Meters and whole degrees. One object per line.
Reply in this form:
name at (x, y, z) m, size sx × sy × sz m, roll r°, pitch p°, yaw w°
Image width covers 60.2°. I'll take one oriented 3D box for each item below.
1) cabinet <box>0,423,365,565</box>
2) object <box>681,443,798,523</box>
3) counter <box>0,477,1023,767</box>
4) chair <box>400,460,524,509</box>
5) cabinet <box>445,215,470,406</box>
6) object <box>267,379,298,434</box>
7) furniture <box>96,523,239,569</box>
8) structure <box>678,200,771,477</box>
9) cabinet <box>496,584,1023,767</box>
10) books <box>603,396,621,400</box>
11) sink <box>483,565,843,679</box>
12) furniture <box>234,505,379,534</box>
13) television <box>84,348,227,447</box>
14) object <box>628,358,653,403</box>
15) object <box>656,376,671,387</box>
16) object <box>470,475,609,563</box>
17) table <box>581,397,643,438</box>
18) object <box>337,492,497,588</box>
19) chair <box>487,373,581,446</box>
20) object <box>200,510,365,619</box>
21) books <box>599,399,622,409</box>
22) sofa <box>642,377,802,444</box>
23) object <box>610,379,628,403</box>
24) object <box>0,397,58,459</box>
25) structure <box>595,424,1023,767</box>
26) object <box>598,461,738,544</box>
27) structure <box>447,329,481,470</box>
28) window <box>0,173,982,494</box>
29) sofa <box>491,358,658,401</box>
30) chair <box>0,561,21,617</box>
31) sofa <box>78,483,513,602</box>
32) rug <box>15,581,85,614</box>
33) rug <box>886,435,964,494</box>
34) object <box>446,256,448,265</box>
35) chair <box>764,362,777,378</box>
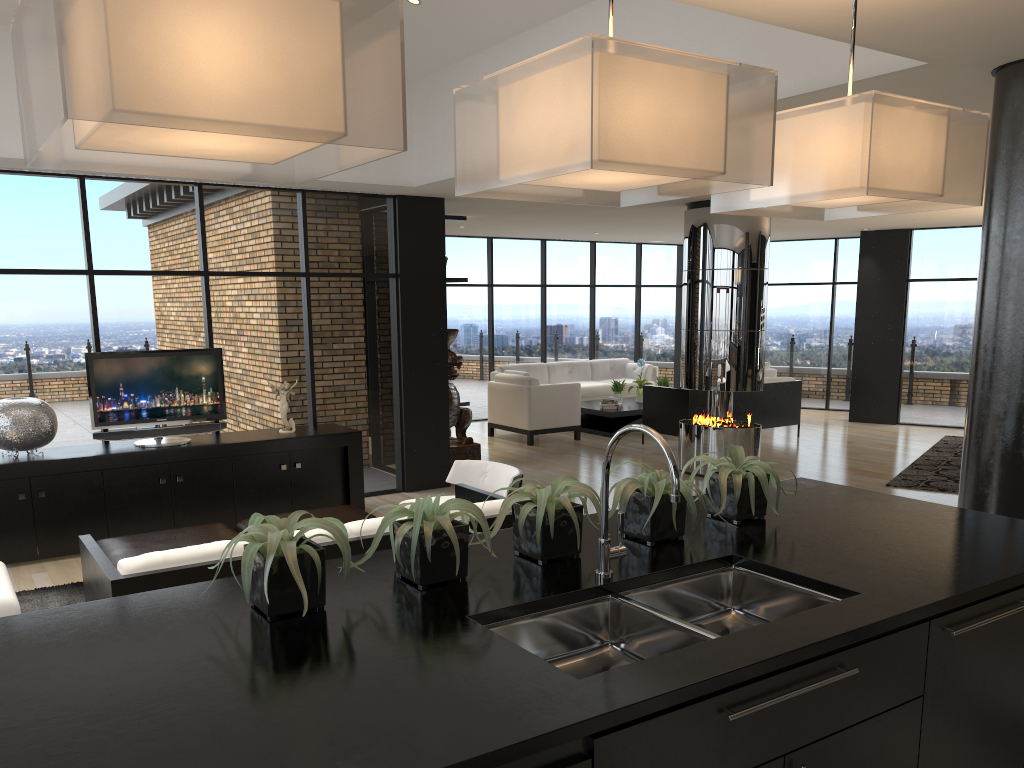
cabinet at (-2.677, 0.825, 6.819) m, size 3.025 × 0.752 × 0.615 m, roll -4°, pitch 9°, yaw -33°
object at (0.790, 0.324, 2.938) m, size 0.406 × 0.243 × 0.392 m, roll -2°, pitch 7°, yaw -9°
counter at (0.212, 0.527, 2.283) m, size 3.100 × 0.032 × 1.169 m, roll -4°, pitch 6°, yaw -33°
chair at (-0.304, 0.913, 6.026) m, size 0.681 × 0.685 × 0.797 m, roll -6°, pitch 9°, yaw -33°
cabinet at (-1.699, -0.585, 10.982) m, size 1.180 × 2.782 × 2.636 m, roll -7°, pitch 10°, yaw -32°
object at (-1.850, 0.175, 7.206) m, size 0.255 × 0.466 × 0.104 m, roll -6°, pitch 12°, yaw -32°
furniture at (-1.902, 1.116, 5.028) m, size 0.824 × 0.490 × 0.820 m, roll -5°, pitch 8°, yaw -33°
structure at (2.139, -0.431, 8.973) m, size 0.885 × 2.784 × 0.581 m, roll 9°, pitch 14°, yaw 43°
cabinet at (0.216, 1.062, 2.382) m, size 3.100 × 1.053 × 1.168 m, roll -4°, pitch 8°, yaw -33°
books at (1.354, 0.192, 11.964) m, size 0.153 × 0.027 × 0.183 m, roll -5°, pitch 7°, yaw -42°
sink at (0.381, 0.638, 2.127) m, size 0.918 × 0.162 × 0.456 m, roll -4°, pitch 7°, yaw -33°
furniture at (-1.193, 1.067, 5.491) m, size 0.824 × 0.490 × 0.820 m, roll -5°, pitch 8°, yaw -33°
television at (-2.672, 0.099, 6.703) m, size 0.932 × 0.722 × 0.403 m, roll -2°, pitch 9°, yaw -15°
object at (1.865, -0.052, 12.617) m, size 0.355 × 0.641 × 0.365 m, roll -3°, pitch 10°, yaw -14°
object at (2.205, 0.055, 12.886) m, size 0.283 × 0.375 × 0.212 m, roll 5°, pitch 11°, yaw 34°
object at (0.060, 0.380, 2.523) m, size 0.406 × 0.220 × 0.392 m, roll -1°, pitch 7°, yaw -9°
table at (1.804, 0.442, 12.672) m, size 2.023 × 0.356 × 1.253 m, roll -4°, pitch 7°, yaw -33°
object at (-0.253, 0.390, 2.314) m, size 0.406 × 0.243 × 0.392 m, roll -2°, pitch 7°, yaw -9°
chair at (0.295, 0.292, 11.663) m, size 0.850 × 0.869 × 0.992 m, roll -6°, pitch 9°, yaw -33°
object at (-0.544, 0.428, 2.059) m, size 0.397 × 0.220 × 0.401 m, roll -1°, pitch 7°, yaw -9°
books at (1.339, 0.268, 11.984) m, size 0.307 × 0.128 × 0.220 m, roll 0°, pitch 7°, yaw 5°
sofa at (2.700, 0.330, 11.328) m, size 2.023 × 0.816 × 0.830 m, roll -4°, pitch 9°, yaw -33°
object at (1.494, 0.103, 12.437) m, size 0.284 × 0.375 × 0.212 m, roll 3°, pitch 10°, yaw 19°
object at (-3.463, 0.304, 6.226) m, size 0.461 × 0.413 × 0.460 m, roll 6°, pitch 10°, yaw 38°
structure at (0.376, 0.621, 2.055) m, size 2.764 × 1.034 × 0.649 m, roll -4°, pitch 10°, yaw -33°
object at (0.434, 0.346, 2.736) m, size 0.397 × 0.243 × 0.401 m, roll -2°, pitch 7°, yaw -9°
structure at (-0.745, 0.136, 9.432) m, size 0.514 × 1.618 × 0.723 m, roll -7°, pitch 12°, yaw -33°
window at (0.627, -1.339, 7.619) m, size 10.066 × 4.856 × 15.769 m, roll 5°, pitch 8°, yaw 43°
sofa at (1.022, 0.085, 13.824) m, size 2.683 × 0.868 × 0.846 m, roll -4°, pitch 9°, yaw -33°
chair at (-2.836, 1.091, 4.337) m, size 0.681 × 0.685 × 0.797 m, roll -6°, pitch 9°, yaw -33°
sofa at (-0.917, 1.010, 4.330) m, size 2.023 × 0.816 × 0.830 m, roll -4°, pitch 9°, yaw -33°
rug at (-1.495, 1.343, 5.131) m, size 3.020 × 0.012 × 2.459 m, roll -4°, pitch 6°, yaw -32°
rug at (5.781, 0.894, 9.312) m, size 2.706 × 0.011 × 3.686 m, roll 3°, pitch 6°, yaw 34°
object at (-0.868, -1.498, 10.251) m, size 0.244 × 0.553 × 0.241 m, roll 1°, pitch 10°, yaw 11°
chair at (3.423, 0.077, 13.698) m, size 0.850 × 0.869 × 0.992 m, roll -6°, pitch 9°, yaw -33°
